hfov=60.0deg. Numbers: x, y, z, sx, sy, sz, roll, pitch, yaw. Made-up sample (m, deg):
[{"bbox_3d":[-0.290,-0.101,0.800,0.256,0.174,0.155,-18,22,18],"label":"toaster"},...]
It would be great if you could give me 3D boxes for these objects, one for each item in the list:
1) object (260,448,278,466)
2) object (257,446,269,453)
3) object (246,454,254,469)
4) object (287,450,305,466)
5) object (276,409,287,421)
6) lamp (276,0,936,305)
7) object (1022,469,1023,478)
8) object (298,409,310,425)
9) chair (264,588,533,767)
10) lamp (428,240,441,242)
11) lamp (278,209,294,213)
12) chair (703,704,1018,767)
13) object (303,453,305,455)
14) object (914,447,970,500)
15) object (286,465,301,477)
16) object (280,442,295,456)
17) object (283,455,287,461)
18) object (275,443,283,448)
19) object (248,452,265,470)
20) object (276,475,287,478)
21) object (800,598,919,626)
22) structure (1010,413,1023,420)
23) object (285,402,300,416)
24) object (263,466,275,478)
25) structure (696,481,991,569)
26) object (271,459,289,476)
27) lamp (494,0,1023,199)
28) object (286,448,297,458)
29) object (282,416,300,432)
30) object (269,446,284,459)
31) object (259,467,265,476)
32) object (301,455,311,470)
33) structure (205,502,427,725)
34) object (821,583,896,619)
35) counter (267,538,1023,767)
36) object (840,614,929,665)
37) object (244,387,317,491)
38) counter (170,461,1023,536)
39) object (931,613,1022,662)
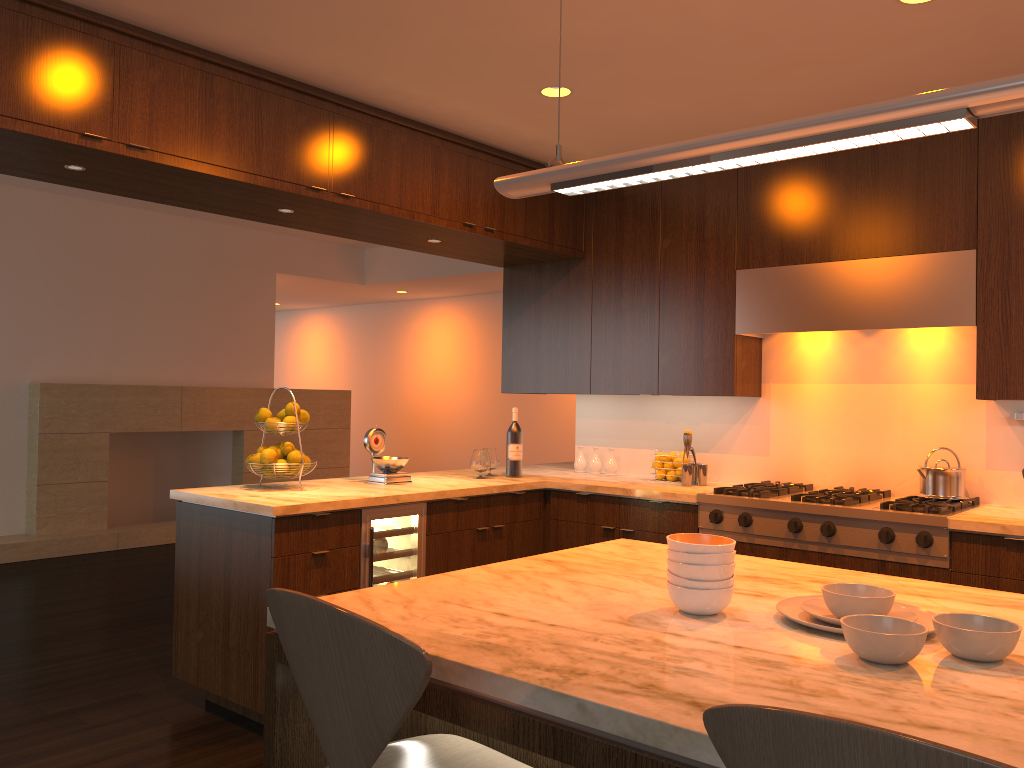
[{"bbox_3d":[-1.069,0.322,3.903,0.068,0.077,0.079,1,-1,17],"label":"object"},{"bbox_3d":[-1.122,0.315,4.017,0.067,0.071,0.069,1,-1,-14],"label":"object"},{"bbox_3d":[-1.170,0.352,4.022,0.068,0.069,0.065,1,-1,18],"label":"object"},{"bbox_3d":[-0.963,0.332,3.949,0.077,0.074,0.078,2,-1,-34],"label":"object"},{"bbox_3d":[-1.044,0.145,4.049,0.061,0.063,0.062,1,-1,-25],"label":"object"},{"bbox_3d":[-2.880,-1.254,8.236,16.431,0.171,5.868,0,-1,40],"label":"lamp"},{"bbox_3d":[2.195,0.283,3.752,0.061,0.296,0.020,0,-1,39],"label":"object"},{"bbox_3d":[-0.960,0.153,4.054,0.071,0.074,0.070,2,-1,-28],"label":"object"},{"bbox_3d":[-0.137,0.841,1.475,0.506,1.047,0.520,2,-1,-44],"label":"chair"},{"bbox_3d":[-0.394,-0.727,4.501,0.068,0.004,0.068,1,-1,21],"label":"lamp"},{"bbox_3d":[-0.975,-0.748,3.825,0.068,0.004,0.068,1,-1,21],"label":"lamp"},{"bbox_3d":[0.490,0.845,0.989,0.520,1.047,0.506,0,-1,41],"label":"chair"},{"bbox_3d":[-0.993,0.343,4.144,0.055,0.057,0.056,1,-1,-4],"label":"object"},{"bbox_3d":[1.883,0.385,3.879,0.221,0.218,0.221,1,-1,25],"label":"object"},{"bbox_3d":[-0.987,0.384,4.006,0.078,0.075,0.078,1,-1,19],"label":"object"},{"bbox_3d":[-1.005,0.290,3.970,0.060,0.063,0.062,2,-1,-42],"label":"object"},{"bbox_3d":[-1.056,0.334,4.091,0.072,0.068,0.071,2,-1,-42],"label":"object"},{"bbox_3d":[-1.050,0.292,4.036,0.063,0.059,0.061,1,-1,-16],"label":"object"},{"bbox_3d":[-1.133,0.343,3.949,0.077,0.077,0.077,2,-1,-38],"label":"object"},{"bbox_3d":[-1.049,0.400,4.043,0.062,0.062,0.062,1,-1,-5],"label":"object"},{"bbox_3d":[0.678,0.454,1.738,0.216,0.025,0.217,2,-1,-32],"label":"object"},{"bbox_3d":[2.348,0.139,3.637,0.541,0.031,0.048,0,-1,44],"label":"structure"},{"bbox_3d":[-0.993,0.117,4.015,0.068,0.072,0.071,1,-1,-3],"label":"object"},{"bbox_3d":[-1.085,0.387,3.983,0.063,0.069,0.070,1,-1,3],"label":"object"},{"bbox_3d":[1.505,0.507,4.016,1.067,0.422,0.824,0,-1,41],"label":"structure"},{"bbox_3d":[-1.029,0.371,3.937,0.078,0.076,0.078,1,-1,28],"label":"object"},{"bbox_3d":[0.935,-0.827,1.393,2.465,0.765,0.120,0,-1,41],"label":"lamp"},{"bbox_3d":[-0.996,0.329,4.047,0.070,0.072,0.071,1,-1,4],"label":"object"},{"bbox_3d":[-0.997,0.179,3.998,0.078,0.077,0.077,2,-1,-33],"label":"object"},{"bbox_3d":[-1.061,0.314,3.971,0.077,0.075,0.077,1,-1,14],"label":"object"},{"bbox_3d":[-1.120,0.392,4.037,0.056,0.053,0.057,1,-1,1],"label":"object"},{"bbox_3d":[-0.965,0.364,4.096,0.073,0.072,0.071,1,-1,-6],"label":"object"},{"bbox_3d":[0.950,0.993,3.947,3.400,0.862,3.060,0,-1,41],"label":"structure"},{"bbox_3d":[0.678,0.433,1.739,0.138,0.059,0.139,1,-1,-24],"label":"object"},{"bbox_3d":[0.953,0.487,1.381,2.711,0.038,1.280,0,-1,41],"label":"counter"},{"bbox_3d":[0.625,0.434,1.493,0.138,0.059,0.139,1,-1,-24],"label":"object"},{"bbox_3d":[-1.049,0.244,4.035,0.324,0.461,0.324,1,-1,0],"label":"object"},{"bbox_3d":[0.912,0.527,3.911,3.616,0.038,3.187,0,-1,41],"label":"counter"},{"bbox_3d":[0.794,0.438,1.519,0.138,0.059,0.139,1,-1,-24],"label":"object"}]
